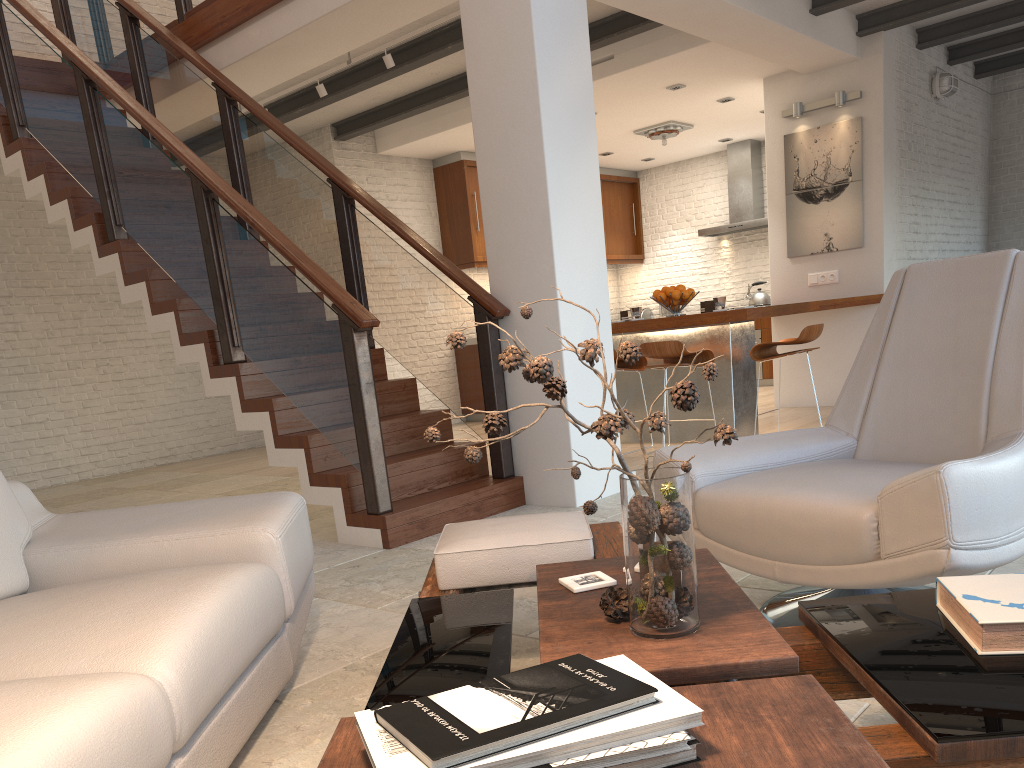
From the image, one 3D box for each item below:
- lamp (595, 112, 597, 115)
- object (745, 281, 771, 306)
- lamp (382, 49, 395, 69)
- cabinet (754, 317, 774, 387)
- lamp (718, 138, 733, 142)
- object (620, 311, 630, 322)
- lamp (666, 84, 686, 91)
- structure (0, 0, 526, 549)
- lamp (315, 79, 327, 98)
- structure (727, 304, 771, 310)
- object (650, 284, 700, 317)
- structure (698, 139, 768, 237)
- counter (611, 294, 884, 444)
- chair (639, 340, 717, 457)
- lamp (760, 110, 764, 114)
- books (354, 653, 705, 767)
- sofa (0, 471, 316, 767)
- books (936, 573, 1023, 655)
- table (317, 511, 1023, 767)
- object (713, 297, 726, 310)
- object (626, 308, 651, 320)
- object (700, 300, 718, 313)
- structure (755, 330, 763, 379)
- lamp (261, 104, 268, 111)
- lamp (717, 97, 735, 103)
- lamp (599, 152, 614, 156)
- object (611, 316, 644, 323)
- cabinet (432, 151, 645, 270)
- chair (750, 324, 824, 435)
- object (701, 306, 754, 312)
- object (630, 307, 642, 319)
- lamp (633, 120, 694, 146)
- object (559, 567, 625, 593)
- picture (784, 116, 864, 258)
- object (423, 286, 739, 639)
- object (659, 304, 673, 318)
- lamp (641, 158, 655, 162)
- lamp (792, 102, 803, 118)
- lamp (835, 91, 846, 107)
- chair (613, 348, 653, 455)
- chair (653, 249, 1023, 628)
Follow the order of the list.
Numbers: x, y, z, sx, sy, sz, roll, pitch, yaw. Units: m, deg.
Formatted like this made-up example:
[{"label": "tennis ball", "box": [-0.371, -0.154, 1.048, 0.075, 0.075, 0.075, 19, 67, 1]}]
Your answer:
[{"label": "lamp", "box": [0.699, -2.506, 8.037, 0.123, 0.057, 0.120, -2, 7, 42]}, {"label": "object", "box": [2.935, -1.074, 10.334, 0.259, 0.284, 0.258, -10, 10, -26]}, {"label": "lamp", "box": [-0.832, -2.185, 5.877, 0.060, 0.133, 0.084, 5, 15, 43]}, {"label": "cabinet", "box": [1.736, -1.269, 10.125, 4.790, 2.923, 2.193, -6, 9, 6]}, {"label": "lamp", "box": [2.439, -2.804, 9.958, 0.123, 0.057, 0.120, -2, 7, 42]}, {"label": "object", "box": [0.904, -0.522, 6.674, 0.114, 0.084, 0.091, 0, 10, 41]}, {"label": "lamp", "box": [1.397, -2.548, 7.428, 0.123, 0.057, 0.120, -2, 7, 42]}, {"label": "structure", "box": [-0.072, -1.472, 5.041, 10.131, 4.264, 13.518, -2, 6, 42]}, {"label": "lamp", "box": [-1.391, -2.152, 6.364, 0.060, 0.133, 0.084, 5, 15, 43]}, {"label": "structure", "box": [2.829, -0.923, 10.602, 0.810, 0.033, 0.575, -3, 4, 41]}, {"label": "object", "box": [1.197, -0.611, 6.396, 0.366, 0.228, 0.352, -5, 6, 7]}, {"label": "structure", "box": [2.731, -2.335, 10.323, 0.982, 1.023, 0.445, 1, 13, 41]}, {"label": "counter", "box": [1.702, -0.112, 7.019, 1.681, 0.947, 2.436, -1, 7, 42]}, {"label": "chair", "box": [1.126, 0.086, 6.003, 0.402, 0.799, 0.410, 4, 15, 41]}, {"label": "lamp", "box": [2.558, -2.747, 8.710, 0.123, 0.057, 0.120, -2, 7, 42]}, {"label": "books", "box": [0.017, 0.441, 1.111, 0.398, 0.077, 0.245, -7, 4, -16]}, {"label": "sofa", "box": [-1.198, 0.592, 1.636, 1.144, 0.777, 2.266, -6, 4, 2]}, {"label": "books", "box": [0.917, 0.376, 1.456, 0.327, 0.058, 0.247, -5, 4, 12]}, {"label": "table", "box": [0.544, 0.578, 1.479, 1.972, 0.442, 2.145, -6, 4, 3]}, {"label": "object", "box": [1.452, -0.563, 6.089, 0.089, 0.087, 0.090, -11, 10, -33]}, {"label": "object", "box": [1.675, -0.932, 11.809, 0.344, 0.164, 0.244, -2, 8, 41]}, {"label": "object", "box": [1.408, -0.552, 6.227, 0.094, 0.084, 0.111, -7, 7, -3]}, {"label": "structure", "box": [2.840, -0.358, 10.679, 0.667, 0.595, 0.487, 1, 11, 41]}, {"label": "lamp", "box": [-1.936, -2.118, 6.835, 0.059, 0.133, 0.083, -4, 10, 11]}, {"label": "lamp", "box": [1.978, -2.647, 8.069, 0.123, 0.057, 0.120, -2, 7, 42]}, {"label": "lamp", "box": [1.080, -2.658, 9.997, 0.123, 0.057, 0.120, -2, 7, 42]}, {"label": "object", "box": [0.900, -0.494, 6.613, 0.286, 0.036, 0.200, -3, 5, 42]}, {"label": "cabinet", "box": [0.465, -2.006, 10.488, 0.458, 1.199, 3.261, 5, 11, 42]}, {"label": "chair", "box": [1.933, -0.001, 5.993, 0.420, 0.799, 0.393, 4, 15, 41]}, {"label": "object", "box": [1.480, -0.530, 6.118, 0.394, 0.036, 0.193, -3, 5, 45]}, {"label": "object", "box": [0.929, -0.530, 6.528, 0.091, 0.087, 0.088, 0, 10, 38]}, {"label": "lamp", "box": [1.573, -2.556, 9.016, 0.449, 0.175, 0.439, -2, 6, 42]}, {"label": "object", "box": [0.236, 0.396, 1.853, 0.272, 0.036, 0.241, -5, 4, 14]}, {"label": "picture", "box": [2.626, -1.634, 7.358, 0.652, 1.047, 0.019, 3, 15, 40]}, {"label": "object", "box": [0.109, 0.136, 1.505, 0.543, 0.626, 0.305, -4, 11, 12]}, {"label": "object", "box": [2.066, -1.066, 11.493, 0.320, 0.387, 0.064, 2, 15, 40]}, {"label": "lamp", "box": [1.659, -2.757, 10.637, 0.123, 0.057, 0.120, -2, 7, 42]}, {"label": "lamp", "box": [2.385, -2.287, 7.279, 0.079, 0.107, 0.078, -10, 10, -20]}, {"label": "lamp", "box": [2.653, -2.303, 7.046, 0.079, 0.107, 0.078, -10, 10, -20]}, {"label": "chair", "box": [0.721, 0.110, 6.356, 0.402, 0.799, 0.410, 4, 15, 41]}, {"label": "chair", "box": [1.082, 0.169, 2.545, 0.956, 1.047, 1.013, -11, 10, -31]}]
